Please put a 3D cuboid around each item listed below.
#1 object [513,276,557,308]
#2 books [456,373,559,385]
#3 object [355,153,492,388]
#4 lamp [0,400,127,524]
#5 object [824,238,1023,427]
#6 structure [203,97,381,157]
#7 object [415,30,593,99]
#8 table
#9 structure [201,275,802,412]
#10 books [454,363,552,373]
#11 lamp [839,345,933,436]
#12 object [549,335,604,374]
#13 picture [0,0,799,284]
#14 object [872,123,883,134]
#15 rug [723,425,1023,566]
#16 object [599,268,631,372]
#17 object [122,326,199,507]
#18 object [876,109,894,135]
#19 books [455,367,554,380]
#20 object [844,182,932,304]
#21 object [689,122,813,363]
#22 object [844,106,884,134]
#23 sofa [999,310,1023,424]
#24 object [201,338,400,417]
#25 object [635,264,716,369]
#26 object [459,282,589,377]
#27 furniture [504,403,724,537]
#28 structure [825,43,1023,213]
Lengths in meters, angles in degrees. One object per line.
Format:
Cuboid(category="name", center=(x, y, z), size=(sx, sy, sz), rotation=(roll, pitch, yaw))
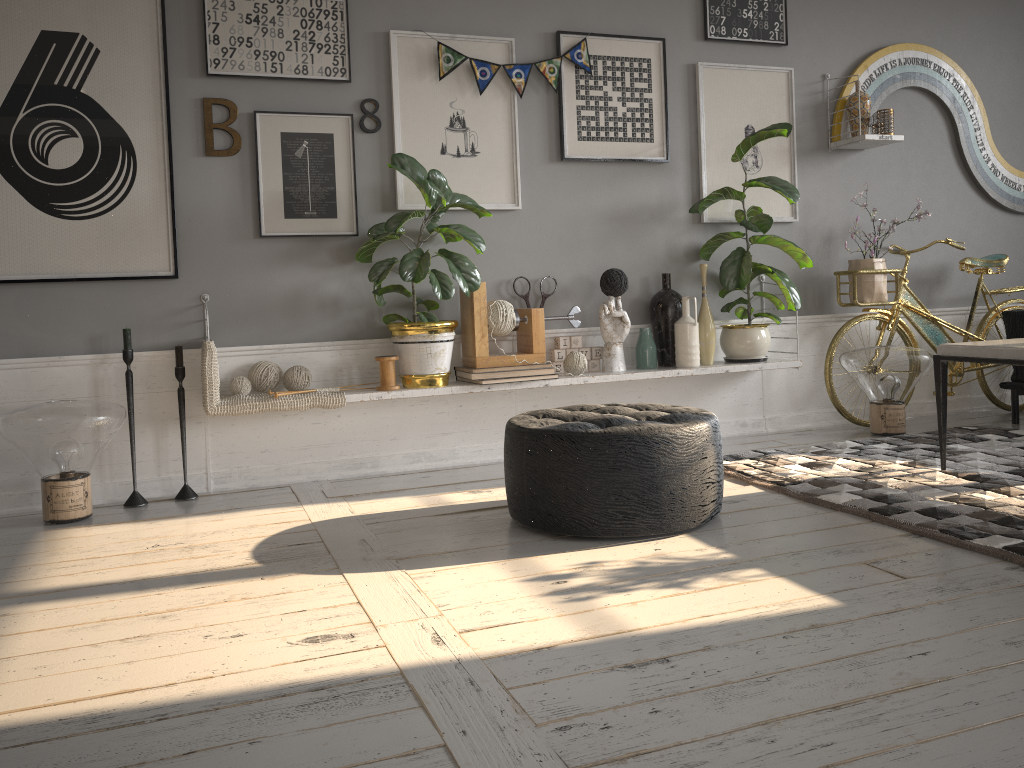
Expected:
Cuboid(category="object", center=(0.117, -0.274, 4.137), size=(0.222, 0.462, 0.019), rotation=(-3, 2, -20))
Cuboid(category="books", center=(-0.023, -0.030, 3.932), size=(0.369, 0.021, 0.297), rotation=(-5, 6, -26))
Cuboid(category="object", center=(-0.368, -0.468, 3.735), size=(0.511, 0.961, 0.546), rotation=(-4, 3, -35))
Cuboid(category="lamp", center=(-1.646, 0.282, 3.258), size=(0.432, 0.436, 0.434), rotation=(-2, 3, 2))
Cuboid(category="object", center=(2.366, -0.292, 4.784), size=(1.629, 0.967, 0.427), rotation=(-5, 3, -29))
Cuboid(category="structure", center=(-0.923, -1.098, 3.776), size=(0.740, 0.262, 0.024), rotation=(-4, 2, -20))
Cuboid(category="object", center=(-0.012, -1.480, 4.078), size=(0.915, 0.339, 0.057), rotation=(-4, 2, -21))
Cuboid(category="table", center=(2.210, 0.131, 2.827), size=(0.733, 0.509, 1.459), rotation=(-4, 5, -20))
Cuboid(category="structure", center=(0.076, -0.217, 3.998), size=(2.779, 0.485, 0.308), rotation=(-4, 3, -20))
Cuboid(category="books", center=(-0.041, -0.076, 3.931), size=(0.380, 0.017, 0.229), rotation=(-5, 6, -23))
Cuboid(category="lamp", center=(1.855, 0.031, 4.380), size=(0.432, 0.436, 0.434), rotation=(-2, 4, 11))
Cuboid(category="object", center=(0.304, -0.142, 4.169), size=(0.265, 0.173, 0.078), rotation=(-3, 2, -14))
Cuboid(category="picture", center=(-1.247, -0.974, 1.504), size=(7.302, 1.790, 4.049), rotation=(-4, 5, -20))
Cuboid(category="object", center=(1.947, -1.338, 4.704), size=(0.062, 0.081, 0.062), rotation=(-5, 4, -44))
Cuboid(category="rug", center=(1.994, 0.365, 2.990), size=(1.772, 0.034, 2.533), rotation=(-4, 6, -20))
Cuboid(category="object", center=(0.477, -0.299, 4.131), size=(0.155, 0.482, 0.136), rotation=(-3, 2, -20))
Cuboid(category="object", center=(-1.403, 0.116, 3.497), size=(0.280, 0.699, 0.091), rotation=(-3, 2, -28))
Cuboid(category="object", center=(1.951, -1.359, 4.621), size=(0.086, 0.139, 0.086), rotation=(-4, 3, -27))
Cuboid(category="books", center=(-0.034, -0.053, 3.923), size=(0.384, 0.029, 0.260), rotation=(-4, 6, -19))
Cuboid(category="object", center=(1.977, -0.738, 4.611), size=(0.488, 0.640, 0.254), rotation=(-2, 2, -2))
Cuboid(category="object", center=(1.171, -0.681, 4.330), size=(0.566, 1.147, 0.417), rotation=(-2, 2, 19))
Cuboid(category="object", center=(1.817, -1.358, 4.557), size=(0.197, 0.165, 0.060), rotation=(-1, 2, 13))
Cuboid(category="sofa", center=(3.335, -0.131, 3.678), size=(0.971, 0.795, 2.346), rotation=(-4, 5, -20))
Cuboid(category="object", center=(-0.859, -0.051, 3.628), size=(0.786, 0.306, 0.329), rotation=(-4, 4, -19))
Cuboid(category="object", center=(0.777, -0.324, 4.225), size=(0.331, 0.487, 0.286), rotation=(-1, 3, 30))
Cuboid(category="object", center=(0.068, -0.242, 3.963), size=(0.546, 0.439, 0.239), rotation=(-4, 3, -20))
Cuboid(category="furniture", center=(0.340, 0.266, 3.005), size=(0.737, 0.356, 0.736), rotation=(-5, 6, -33))
Cuboid(category="structure", center=(2.673, -1.443, 4.954), size=(2.024, 0.953, 0.267), rotation=(-4, 2, -20))
